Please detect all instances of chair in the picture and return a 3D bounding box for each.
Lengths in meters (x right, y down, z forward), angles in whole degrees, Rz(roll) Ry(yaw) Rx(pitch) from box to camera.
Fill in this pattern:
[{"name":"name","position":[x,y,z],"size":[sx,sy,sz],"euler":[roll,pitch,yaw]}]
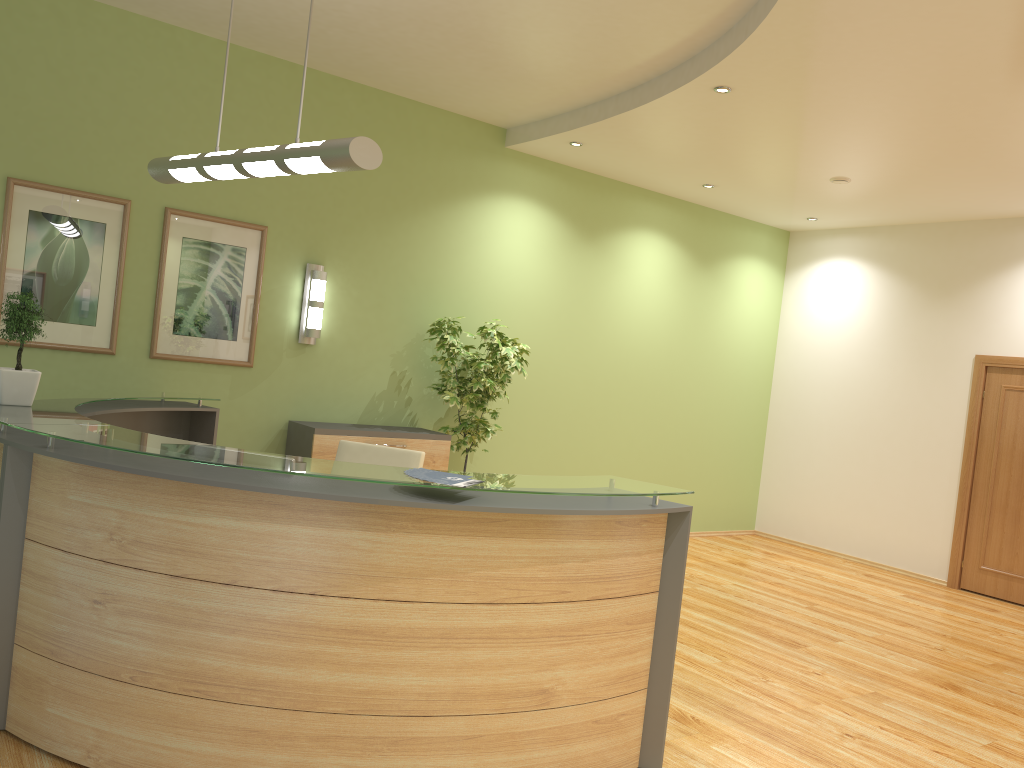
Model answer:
[{"name":"chair","position":[-0.837,0.847,4.467],"size":[0.584,1.048,0.652],"euler":[7,1,16]}]

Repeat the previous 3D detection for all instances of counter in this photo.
[{"name":"counter","position":[-1.273,0.232,3.951],"size":[3.674,0.078,1.837],"euler":[7,2,38]}]

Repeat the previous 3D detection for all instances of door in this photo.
[{"name":"door","position":[4.378,0.871,7.616],"size":[0.098,2.001,0.823],"euler":[6,2,-37]}]

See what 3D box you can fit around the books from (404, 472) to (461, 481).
[{"name":"books","position":[-0.251,0.324,3.088],"size":[0.210,0.004,0.150],"euler":[6,1,-32]}]

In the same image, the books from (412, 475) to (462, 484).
[{"name":"books","position":[-0.227,0.328,3.061],"size":[0.150,0.004,0.210],"euler":[7,2,38]}]

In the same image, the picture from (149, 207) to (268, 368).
[{"name":"picture","position":[-2.047,-0.638,6.030],"size":[0.700,1.000,0.025],"euler":[6,2,-37]}]

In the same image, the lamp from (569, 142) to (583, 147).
[{"name":"lamp","position":[0.506,-1.893,7.007],"size":[0.105,0.011,0.105],"euler":[7,1,21]}]

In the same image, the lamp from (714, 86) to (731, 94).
[{"name":"lamp","position":[1.269,-1.772,5.349],"size":[0.105,0.011,0.105],"euler":[8,2,43]}]

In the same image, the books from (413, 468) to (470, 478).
[{"name":"books","position":[-0.266,0.322,3.158],"size":[0.210,0.004,0.150],"euler":[7,1,8]}]

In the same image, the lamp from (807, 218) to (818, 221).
[{"name":"lamp","position":[3.008,-1.650,8.888],"size":[0.105,0.011,0.105],"euler":[7,1,21]}]

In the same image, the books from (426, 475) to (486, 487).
[{"name":"books","position":[-0.195,0.332,3.043],"size":[0.150,0.004,0.210],"euler":[7,1,18]}]

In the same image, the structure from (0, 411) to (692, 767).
[{"name":"structure","position":[-1.337,0.791,3.963],"size":[3.673,1.049,1.837],"euler":[7,2,38]}]

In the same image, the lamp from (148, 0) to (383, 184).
[{"name":"lamp","position":[-1.079,-1.535,3.906],"size":[1.470,1.249,0.197],"euler":[7,2,38]}]

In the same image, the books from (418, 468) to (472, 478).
[{"name":"books","position":[-0.261,0.322,3.176],"size":[0.210,0.004,0.150],"euler":[7,1,18]}]

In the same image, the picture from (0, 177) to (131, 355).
[{"name":"picture","position":[-2.773,-0.708,5.485],"size":[0.700,1.000,0.025],"euler":[6,2,-37]}]

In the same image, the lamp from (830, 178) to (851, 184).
[{"name":"lamp","position":[2.670,-1.646,7.216],"size":[0.167,0.024,0.167],"euler":[7,1,3]}]

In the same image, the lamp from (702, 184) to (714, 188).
[{"name":"lamp","position":[1.760,-1.771,7.950],"size":[0.105,0.011,0.105],"euler":[7,1,21]}]

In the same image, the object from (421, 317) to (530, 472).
[{"name":"object","position":[-0.342,0.419,6.960],"size":[0.649,1.905,0.916],"euler":[8,2,41]}]

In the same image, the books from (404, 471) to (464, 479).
[{"name":"books","position":[-0.259,0.323,3.104],"size":[0.210,0.004,0.150],"euler":[6,1,-22]}]

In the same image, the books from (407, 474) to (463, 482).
[{"name":"books","position":[-0.240,0.326,3.073],"size":[0.210,0.004,0.150],"euler":[5,2,-42]}]

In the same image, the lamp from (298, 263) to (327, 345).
[{"name":"lamp","position":[-1.433,-0.576,6.419],"size":[0.134,0.580,0.142],"euler":[6,2,-37]}]

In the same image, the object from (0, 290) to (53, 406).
[{"name":"object","position":[-2.160,-0.162,3.890],"size":[0.216,0.507,0.230],"euler":[6,1,-11]}]

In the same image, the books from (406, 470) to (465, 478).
[{"name":"books","position":[-0.264,0.322,3.122],"size":[0.210,0.004,0.150],"euler":[6,1,-12]}]

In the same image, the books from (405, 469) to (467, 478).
[{"name":"books","position":[-0.267,0.322,3.140],"size":[0.210,0.004,0.150],"euler":[6,1,-2]}]

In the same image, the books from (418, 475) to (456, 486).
[{"name":"books","position":[-0.212,0.330,3.051],"size":[0.150,0.004,0.210],"euler":[7,1,28]}]

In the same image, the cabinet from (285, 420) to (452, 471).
[{"name":"cabinet","position":[-1.082,0.808,6.578],"size":[1.115,0.966,0.501],"euler":[6,2,-37]}]
